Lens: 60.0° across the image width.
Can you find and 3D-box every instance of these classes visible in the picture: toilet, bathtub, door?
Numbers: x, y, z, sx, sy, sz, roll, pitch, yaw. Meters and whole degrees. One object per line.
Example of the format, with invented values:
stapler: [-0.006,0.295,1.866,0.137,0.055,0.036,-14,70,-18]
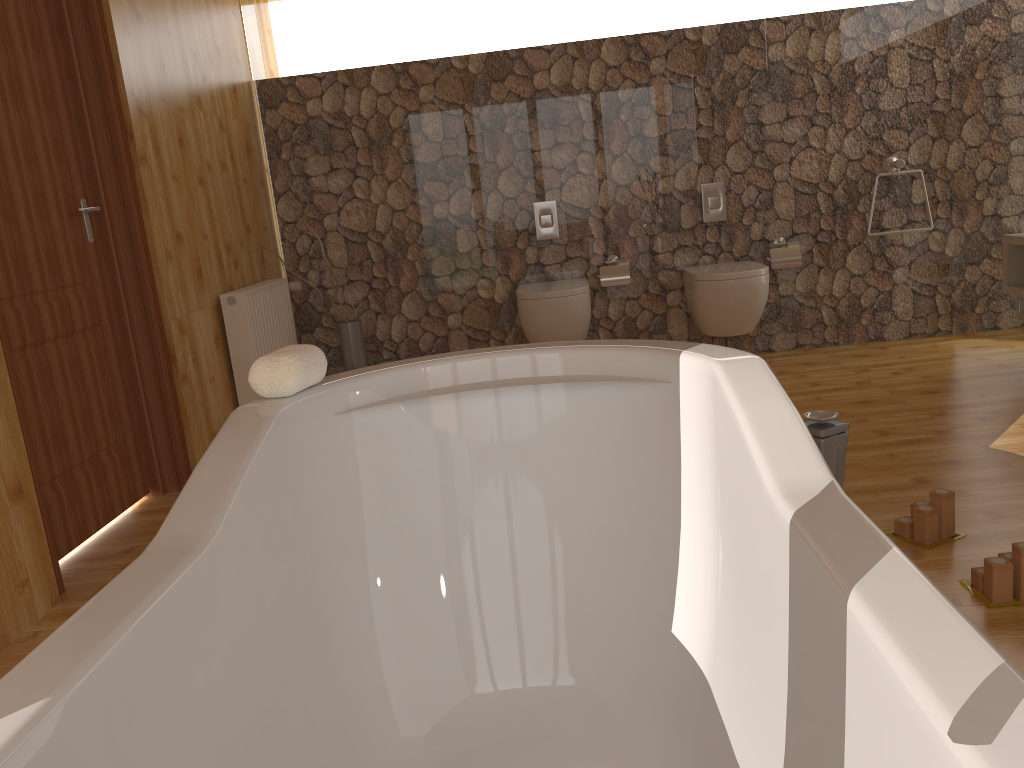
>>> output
toilet: [0.224,-0.336,4.558,0.371,0.337,0.507,-6,12,4]
bathtub: [-0.053,0.347,0.954,0.977,0.900,1.946,-5,12,6]
door: [-1.511,-0.472,2.821,0.106,2.001,0.823,-6,12,3]
toilet: [1.099,-0.421,4.502,0.371,0.337,0.507,-6,12,4]

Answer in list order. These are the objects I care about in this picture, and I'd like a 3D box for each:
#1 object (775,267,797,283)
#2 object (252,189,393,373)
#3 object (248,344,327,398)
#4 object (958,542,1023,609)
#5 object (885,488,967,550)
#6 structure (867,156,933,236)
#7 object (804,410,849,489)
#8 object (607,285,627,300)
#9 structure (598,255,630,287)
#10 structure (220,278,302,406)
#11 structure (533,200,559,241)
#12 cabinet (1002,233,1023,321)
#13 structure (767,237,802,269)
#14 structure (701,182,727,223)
object: [1.418,-0.609,4.607,0.098,0.151,0.090,-6,12,4]
object: [-0.894,-0.391,4.343,0.277,1.123,0.658,-1,13,26]
object: [-0.385,-0.023,1.537,0.105,0.077,0.166,-4,12,12]
object: [1.094,0.403,1.967,0.141,0.131,0.141,-6,12,3]
object: [1.073,0.333,2.308,0.141,0.131,0.141,-12,13,-24]
structure: [1.968,-0.969,4.541,0.332,0.387,0.133,-6,12,4]
object: [0.658,0.295,1.864,0.080,0.478,0.080,-12,13,-24]
object: [0.546,-0.524,4.663,0.098,0.151,0.090,-6,12,4]
structure: [0.532,-0.599,4.671,0.170,0.151,0.154,-6,12,4]
structure: [-1.145,-0.180,4.261,0.150,0.600,0.745,-6,12,4]
structure: [0.182,-0.867,4.700,0.120,0.200,0.010,-6,12,4]
cabinet: [2.461,-0.300,3.496,0.517,0.570,1.136,-6,12,4]
structure: [1.405,-0.684,4.616,0.170,0.151,0.154,-6,12,4]
structure: [1.057,-0.952,4.644,0.120,0.200,0.010,-6,12,4]
